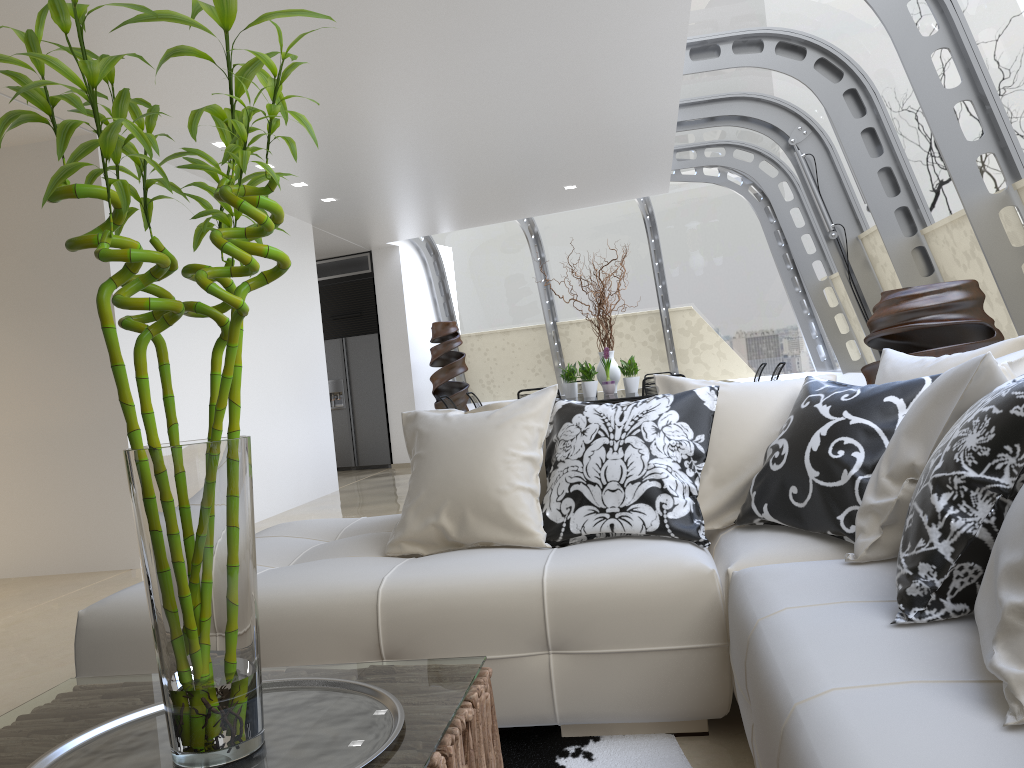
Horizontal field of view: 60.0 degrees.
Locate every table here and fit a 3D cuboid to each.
[{"bbox_3d":[1.046,0.479,8.894,2.494,0.759,3.031,-6,0,9],"label":"table"},{"bbox_3d":[-0.570,0.833,1.495,1.007,0.448,0.923,-6,0,9],"label":"table"}]

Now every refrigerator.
[{"bbox_3d":[-2.115,0.237,12.057,1.006,1.742,0.234,-6,0,22],"label":"refrigerator"}]

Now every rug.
[{"bbox_3d":[-0.685,1.053,1.544,2.739,0.008,2.740,-6,0,-5],"label":"rug"}]

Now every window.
[{"bbox_3d":[-4.190,-0.049,6.879,16.693,3.674,16.171,-6,0,15],"label":"window"}]

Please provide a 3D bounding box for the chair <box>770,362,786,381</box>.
[{"bbox_3d":[2.160,0.091,8.124,0.688,0.519,0.446,-6,0,9],"label":"chair"}]

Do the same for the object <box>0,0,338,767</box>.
[{"bbox_3d":[-0.539,-0.159,1.494,0.584,1.546,0.673,-6,0,-42],"label":"object"}]

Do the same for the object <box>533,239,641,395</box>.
[{"bbox_3d":[0.762,-0.652,8.960,1.031,1.549,1.135,-6,0,1],"label":"object"}]

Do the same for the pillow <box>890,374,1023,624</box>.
[{"bbox_3d":[0.953,0.188,1.746,0.382,0.467,0.608,-6,0,28],"label":"pillow"}]

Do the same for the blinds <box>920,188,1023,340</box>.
[{"bbox_3d":[2.875,-0.539,5.296,0.329,1.027,1.430,-6,0,9],"label":"blinds"}]

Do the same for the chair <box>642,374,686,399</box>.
[{"bbox_3d":[1.258,0.185,7.243,0.446,0.519,0.688,-6,0,9],"label":"chair"}]

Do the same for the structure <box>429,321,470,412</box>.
[{"bbox_3d":[-0.774,0.126,11.249,0.498,1.843,0.493,-6,0,20],"label":"structure"}]

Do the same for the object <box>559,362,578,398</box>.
[{"bbox_3d":[0.601,-0.043,9.115,0.284,0.369,0.215,-6,0,-43],"label":"object"}]

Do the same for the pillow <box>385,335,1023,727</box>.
[{"bbox_3d":[0.832,0.188,1.866,1.656,0.530,3.322,-6,0,-21],"label":"pillow"}]

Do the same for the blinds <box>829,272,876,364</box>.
[{"bbox_3d":[3.341,-0.595,8.339,0.329,1.027,1.430,-6,0,9],"label":"blinds"}]

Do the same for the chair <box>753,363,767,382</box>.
[{"bbox_3d":[2.353,0.068,9.385,0.688,0.519,0.446,-6,0,9],"label":"chair"}]

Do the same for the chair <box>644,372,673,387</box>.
[{"bbox_3d":[1.732,0.128,10.336,0.446,0.519,0.688,-6,0,9],"label":"chair"}]

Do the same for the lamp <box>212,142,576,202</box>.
[{"bbox_3d":[-4.859,-1.450,5.004,9.775,0.004,9.928,-6,0,10],"label":"lamp"}]

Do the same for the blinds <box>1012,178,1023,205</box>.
[{"bbox_3d":[2.642,-0.511,3.774,0.329,1.027,1.430,-6,0,9],"label":"blinds"}]

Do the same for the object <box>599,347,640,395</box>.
[{"bbox_3d":[1.090,-0.141,8.735,0.417,0.476,0.238,-6,0,37],"label":"object"}]

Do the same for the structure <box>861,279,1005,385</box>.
[{"bbox_3d":[1.947,0.177,4.047,0.672,1.258,0.674,-6,0,-14],"label":"structure"}]

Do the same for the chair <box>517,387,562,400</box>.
[{"bbox_3d":[0.277,0.283,7.396,0.446,0.519,0.688,-6,0,9],"label":"chair"}]

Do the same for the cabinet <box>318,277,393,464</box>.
[{"bbox_3d":[-2.583,-0.059,12.561,2.252,2.558,0.831,-6,0,23],"label":"cabinet"}]

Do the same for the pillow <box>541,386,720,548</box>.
[{"bbox_3d":[0.336,0.266,2.793,0.604,0.471,0.394,-6,0,25],"label":"pillow"}]

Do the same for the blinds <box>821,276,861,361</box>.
[{"bbox_3d":[3.814,-0.115,10.017,0.663,2.118,1.829,-6,0,9],"label":"blinds"}]

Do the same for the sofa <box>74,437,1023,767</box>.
[{"bbox_3d":[0.207,0.533,1.623,3.257,0.866,4.169,-6,0,9],"label":"sofa"}]

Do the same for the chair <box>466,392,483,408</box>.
[{"bbox_3d":[-0.121,0.317,9.769,0.688,0.519,0.446,-6,0,9],"label":"chair"}]

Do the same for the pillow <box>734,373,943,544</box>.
[{"bbox_3d":[0.928,0.218,2.503,0.405,0.483,0.599,-6,0,-23],"label":"pillow"}]

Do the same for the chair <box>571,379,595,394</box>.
[{"bbox_3d":[0.822,0.219,10.477,0.446,0.519,0.688,-6,0,9],"label":"chair"}]

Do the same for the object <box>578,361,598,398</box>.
[{"bbox_3d":[0.739,-0.055,8.656,0.215,0.369,0.284,-6,0,42],"label":"object"}]

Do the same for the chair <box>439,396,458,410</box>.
[{"bbox_3d":[-0.314,0.340,8.508,0.688,0.519,0.446,-6,0,9],"label":"chair"}]

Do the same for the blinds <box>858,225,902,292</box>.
[{"bbox_3d":[3.070,-0.658,6.819,0.387,1.214,1.376,-6,0,9],"label":"blinds"}]
